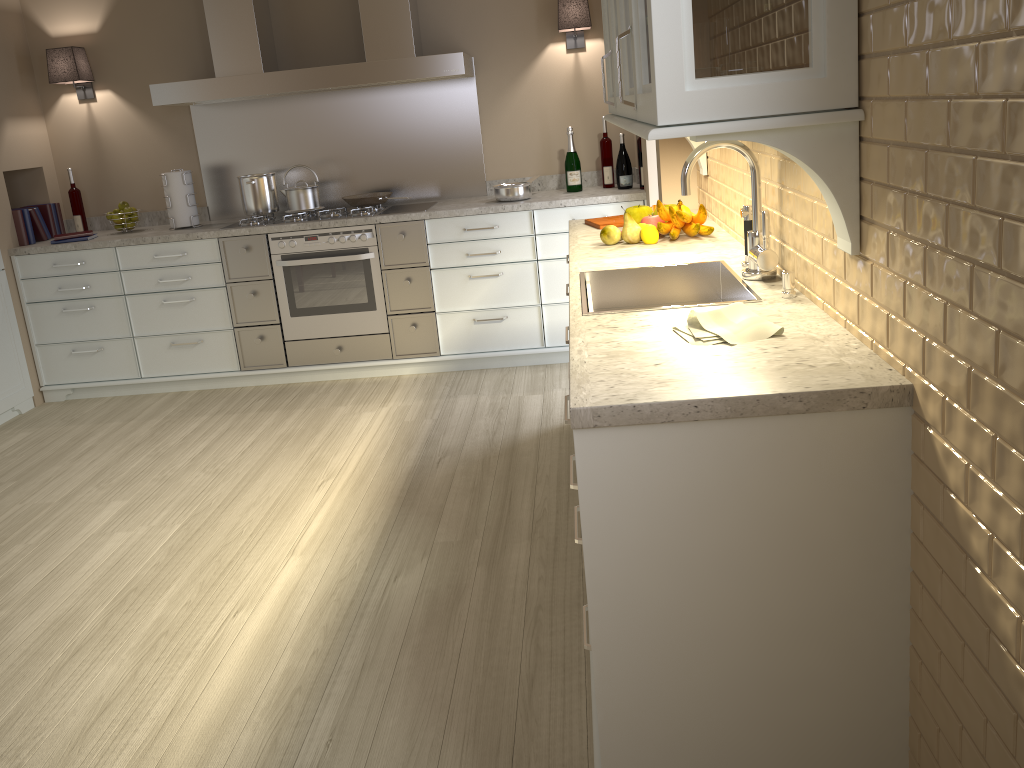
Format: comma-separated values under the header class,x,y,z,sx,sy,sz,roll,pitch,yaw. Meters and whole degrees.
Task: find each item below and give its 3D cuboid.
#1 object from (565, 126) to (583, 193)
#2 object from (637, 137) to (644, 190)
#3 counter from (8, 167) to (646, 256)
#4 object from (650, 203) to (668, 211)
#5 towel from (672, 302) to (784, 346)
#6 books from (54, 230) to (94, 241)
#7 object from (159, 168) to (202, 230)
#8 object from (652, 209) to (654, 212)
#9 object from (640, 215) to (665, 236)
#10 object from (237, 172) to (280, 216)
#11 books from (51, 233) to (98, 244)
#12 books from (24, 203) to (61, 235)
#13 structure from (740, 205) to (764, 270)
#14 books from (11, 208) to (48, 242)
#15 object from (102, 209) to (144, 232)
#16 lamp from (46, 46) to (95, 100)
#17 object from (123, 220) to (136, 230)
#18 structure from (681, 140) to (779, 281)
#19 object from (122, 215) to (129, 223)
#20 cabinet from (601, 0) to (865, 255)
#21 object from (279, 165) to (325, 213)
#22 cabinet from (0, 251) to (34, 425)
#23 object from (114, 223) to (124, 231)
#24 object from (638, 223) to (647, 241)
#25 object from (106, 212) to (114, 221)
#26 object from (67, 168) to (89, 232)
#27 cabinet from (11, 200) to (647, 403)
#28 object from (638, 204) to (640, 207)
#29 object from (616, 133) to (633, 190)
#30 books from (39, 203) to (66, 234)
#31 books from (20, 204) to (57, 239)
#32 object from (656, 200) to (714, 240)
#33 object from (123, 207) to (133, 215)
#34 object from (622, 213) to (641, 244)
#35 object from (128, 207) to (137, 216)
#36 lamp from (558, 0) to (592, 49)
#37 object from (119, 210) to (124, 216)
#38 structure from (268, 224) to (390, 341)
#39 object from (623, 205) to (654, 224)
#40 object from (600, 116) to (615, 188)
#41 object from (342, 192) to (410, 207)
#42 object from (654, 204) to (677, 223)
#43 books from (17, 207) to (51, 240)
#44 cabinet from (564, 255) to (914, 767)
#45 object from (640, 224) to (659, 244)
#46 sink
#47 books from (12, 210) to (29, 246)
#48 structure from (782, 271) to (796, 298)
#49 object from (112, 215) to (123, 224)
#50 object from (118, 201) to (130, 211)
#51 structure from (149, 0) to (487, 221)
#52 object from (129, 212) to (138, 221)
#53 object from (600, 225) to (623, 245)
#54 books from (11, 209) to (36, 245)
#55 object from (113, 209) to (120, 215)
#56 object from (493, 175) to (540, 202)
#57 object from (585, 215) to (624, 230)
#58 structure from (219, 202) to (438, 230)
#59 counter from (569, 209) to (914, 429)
class,x,y,z,sx,sy,sz,roll,pitch,yaw
object,0.307,-1.145,4.508,0.083,0.326,0.085,3,16,33
object,0.641,-1.129,4.293,0.062,0.360,0.063,5,17,38
counter,-0.924,-0.903,4.592,3.842,0.112,0.590,-4,17,5
object,0.553,-0.656,3.303,0.098,0.036,0.045,-1,16,15
towel,0.398,-0.110,1.649,0.171,0.050,0.167,-8,17,-9
books,-2.264,-0.768,4.570,0.184,0.017,0.166,-13,19,-24
object,-1.734,-0.971,4.630,0.169,0.299,0.166,-8,15,-11
object,0.486,-0.621,3.212,0.099,0.036,0.045,6,20,34
object,0.455,-0.511,2.858,0.082,0.069,0.086,-13,17,-24
object,-1.329,-0.997,4.649,0.203,0.203,0.203,-17,19,-36
books,-2.254,-0.748,4.560,0.183,0.017,0.167,-7,17,-5
books,-2.556,-0.886,4.819,0.164,0.179,0.033,-4,14,5
structure,0.595,-0.362,2.190,0.056,0.159,0.044,-4,14,5
books,-2.566,-0.836,4.668,0.165,0.180,0.093,-4,14,8
object,-2.067,-0.866,4.725,0.208,0.107,0.207,-19,21,-38
lamp,-2.327,-1.643,4.683,0.169,0.254,0.195,-4,15,5
object,-2.040,-0.851,4.715,0.061,0.055,0.060,-18,20,-38
structure,0.503,-0.401,2.055,0.211,0.331,0.144,-2,15,14
object,-2.039,-0.873,4.670,0.039,0.039,0.041,-7,15,-3
cabinet,0.395,-1.005,2.228,0.411,1.093,1.965,-4,16,5
object,-1.099,-1.026,4.620,0.209,0.233,0.212,6,19,37
cabinet,-2.877,-0.638,3.265,0.612,2.299,2.387,-4,15,5
object,-2.095,-0.840,4.716,0.048,0.047,0.049,-1,16,16
object,0.412,-0.483,2.810,0.055,0.054,0.067,-15,18,-31
object,-2.124,-0.888,4.683,0.048,0.047,0.047,-15,18,-31
object,-2.348,-0.982,4.766,0.062,0.360,0.063,2,16,30
cabinet,-0.889,-0.485,4.705,3.204,0.780,0.654,-4,15,5
object,0.425,-0.590,2.955,0.003,0.021,0.018,-8,15,-8
object,0.556,-1.112,4.412,0.084,0.272,0.085,1,15,26
books,-2.544,-0.895,4.849,0.164,0.179,0.033,-4,14,5
books,-2.561,-0.875,4.788,0.164,0.179,0.033,-4,14,5
object,0.518,-0.522,2.763,0.181,0.134,0.199,-9,17,-13
object,-2.027,-0.913,4.672,0.047,0.044,0.048,-4,16,6
object,0.374,-0.486,2.760,0.064,0.096,0.065,-5,15,1
object,-2.033,-0.921,4.738,0.050,0.053,0.056,-13,17,-25
lamp,0.314,-1.835,4.464,0.169,0.254,0.195,-4,15,5
object,-2.061,-0.903,4.691,0.040,0.038,0.040,-12,17,-23
structure,-0.891,-0.534,4.658,0.540,0.684,0.590,-4,15,5
object,0.427,-0.553,2.971,0.104,0.089,0.108,-3,16,11
object,0.484,-1.188,4.531,0.062,0.360,0.063,5,17,38
object,-0.713,-0.941,4.542,0.266,0.050,0.429,-14,19,-26
object,0.519,-0.547,2.921,0.104,0.088,0.107,-15,18,-29
books,-2.564,-0.848,4.700,0.164,0.179,0.093,-4,14,5
cabinet,0.494,0.079,2.461,0.637,0.779,2.262,-4,17,5
object,0.425,-0.460,2.731,0.056,0.065,0.054,-3,15,11
sink,0.375,-0.041,2.166,0.380,0.408,0.494,-4,16,5
books,-2.582,-0.797,4.546,0.164,0.179,0.033,-4,14,5
structure,0.588,-0.210,1.881,0.029,0.055,0.029,-14,16,-29
object,-2.081,-0.871,4.672,0.058,0.057,0.059,-14,17,-27
object,-2.069,-0.946,4.712,0.055,0.055,0.056,-4,15,5
structure,-0.999,-1.673,4.457,1.558,1.651,0.455,-4,14,5
object,-2.013,-0.889,4.703,0.047,0.044,0.048,-3,16,9
object,0.315,-0.473,2.793,0.066,0.062,0.096,1,17,23
books,-2.564,-0.809,4.575,0.164,0.179,0.033,-4,14,5
object,-2.106,-0.913,4.717,0.044,0.043,0.041,0,16,19
object,0.066,-0.991,4.473,0.375,0.089,0.199,-21,23,-41
object,0.462,-0.607,3.255,0.351,0.020,0.203,-9,17,-10
structure,-0.926,-0.879,4.538,1.048,0.031,0.406,-4,17,5
counter,0.415,-0.305,2.382,0.522,0.034,2.240,-4,17,5
